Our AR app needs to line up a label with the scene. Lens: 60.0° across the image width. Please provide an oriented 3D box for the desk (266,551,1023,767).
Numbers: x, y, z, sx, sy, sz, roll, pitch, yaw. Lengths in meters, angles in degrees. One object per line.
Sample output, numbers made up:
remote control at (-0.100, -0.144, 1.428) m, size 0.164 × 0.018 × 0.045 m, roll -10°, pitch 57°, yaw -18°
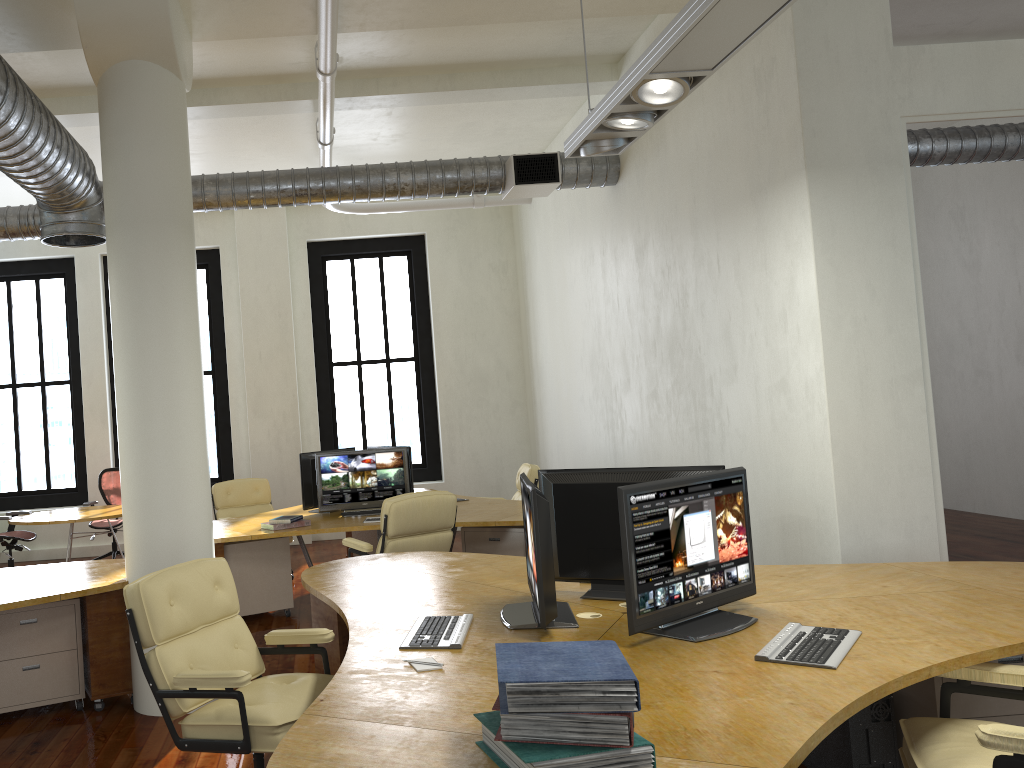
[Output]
desk at (0.213, 1.306, 3.865) m, size 3.538 × 0.734 × 3.827 m, roll -3°, pitch -2°, yaw -36°

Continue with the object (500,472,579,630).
object at (0.079, 0.663, 3.591) m, size 0.295 × 0.552 × 0.796 m, roll -4°, pitch -2°, yaw -1°

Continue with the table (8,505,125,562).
table at (-4.663, 1.769, 9.615) m, size 1.587 × 0.745 × 1.380 m, roll -4°, pitch -2°, yaw 20°

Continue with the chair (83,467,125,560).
chair at (-4.724, 1.589, 10.577) m, size 0.738 × 1.158 × 0.748 m, roll -4°, pitch -2°, yaw 2°

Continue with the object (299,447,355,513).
object at (-1.691, 0.889, 8.221) m, size 0.319 × 0.552 × 0.733 m, roll -5°, pitch -2°, yaw 32°

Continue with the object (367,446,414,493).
object at (-1.124, 0.850, 8.207) m, size 0.266 × 0.552 × 0.878 m, roll -3°, pitch -2°, yaw -34°

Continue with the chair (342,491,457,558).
chair at (-0.832, 1.300, 6.591) m, size 0.651 × 1.021 × 0.853 m, roll -3°, pitch -2°, yaw -37°

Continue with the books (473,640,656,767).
books at (0.109, 0.793, 2.161) m, size 0.425 × 0.227 × 0.448 m, roll -4°, pitch -1°, yaw 4°

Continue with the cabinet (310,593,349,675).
cabinet at (-0.481, 1.392, 4.770) m, size 0.805 × 0.709 × 0.972 m, roll -3°, pitch -2°, yaw -37°

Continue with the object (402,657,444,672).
object at (-0.302, 0.946, 3.006) m, size 0.105 × 0.015 × 0.141 m, roll -3°, pitch -1°, yaw -20°

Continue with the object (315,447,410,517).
object at (-1.288, 0.849, 7.680) m, size 0.788 × 0.552 × 0.298 m, roll -4°, pitch -2°, yaw -8°

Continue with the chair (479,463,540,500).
chair at (-0.105, 1.296, 8.579) m, size 0.784 × 1.021 × 0.714 m, roll -4°, pitch -2°, yaw -1°

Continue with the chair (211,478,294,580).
chair at (-2.594, 1.472, 8.896) m, size 0.657 × 1.021 × 0.847 m, roll -3°, pitch -2°, yaw -32°

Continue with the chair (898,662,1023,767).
chair at (1.527, 1.046, 2.483) m, size 0.833 × 1.021 × 0.669 m, roll -5°, pitch -2°, yaw 19°

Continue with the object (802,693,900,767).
object at (1.332, 1.391, 3.620) m, size 0.177 × 0.411 × 0.489 m, roll -4°, pitch -2°, yaw -11°

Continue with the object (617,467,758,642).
object at (0.668, 0.616, 3.272) m, size 0.731 × 0.552 × 0.320 m, roll -3°, pitch -2°, yaw -41°

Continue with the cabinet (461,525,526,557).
cabinet at (0.152, 1.402, 7.118) m, size 0.969 × 0.709 × 0.808 m, roll -5°, pitch -2°, yaw 29°

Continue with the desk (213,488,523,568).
desk at (-1.231, 1.505, 8.326) m, size 3.920 × 0.734 × 3.482 m, roll -4°, pitch -1°, yaw 0°

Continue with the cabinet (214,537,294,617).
cabinet at (-2.356, 1.578, 7.331) m, size 0.816 × 0.709 × 0.960 m, roll -3°, pitch -2°, yaw -32°

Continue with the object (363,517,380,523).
object at (-0.950, 1.083, 7.135) m, size 0.488 × 0.016 × 0.223 m, roll -4°, pitch -1°, yaw 7°

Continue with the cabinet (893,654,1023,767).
cabinet at (1.908, 1.201, 3.533) m, size 0.879 × 0.709 × 0.898 m, roll -4°, pitch -2°, yaw -7°

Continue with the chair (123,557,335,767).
chair at (-1.088, 1.250, 3.621) m, size 0.842 × 1.021 × 0.661 m, roll -5°, pitch -2°, yaw 24°

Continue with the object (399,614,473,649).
object at (-0.286, 0.954, 3.434) m, size 0.237 × 0.016 × 0.460 m, roll -4°, pitch -1°, yaw 5°

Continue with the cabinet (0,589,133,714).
cabinet at (-2.791, 1.564, 5.398) m, size 0.820 × 0.709 × 0.956 m, roll -3°, pitch -2°, yaw -29°

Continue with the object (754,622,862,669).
object at (0.982, 0.855, 2.921) m, size 0.251 × 0.016 × 0.431 m, roll -5°, pitch -2°, yaw 32°

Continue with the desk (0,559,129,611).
desk at (-4.362, 1.645, 5.086) m, size 3.834 × 0.734 × 3.530 m, roll -5°, pitch -2°, yaw 32°

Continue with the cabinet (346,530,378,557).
cabinet at (-1.340, 1.555, 9.364) m, size 0.890 × 0.709 × 0.887 m, roll -4°, pitch -2°, yaw -2°

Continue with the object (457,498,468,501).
object at (-0.623, 1.090, 8.409) m, size 0.212 × 0.016 × 0.512 m, roll -3°, pitch -1°, yaw -29°

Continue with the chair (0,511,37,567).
chair at (-5.499, 1.623, 9.726) m, size 0.761 × 1.158 × 0.725 m, roll -4°, pitch -2°, yaw -3°

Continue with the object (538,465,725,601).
object at (0.521, 0.639, 3.861) m, size 0.881 × 0.552 × 0.265 m, roll -5°, pitch -2°, yaw 30°
